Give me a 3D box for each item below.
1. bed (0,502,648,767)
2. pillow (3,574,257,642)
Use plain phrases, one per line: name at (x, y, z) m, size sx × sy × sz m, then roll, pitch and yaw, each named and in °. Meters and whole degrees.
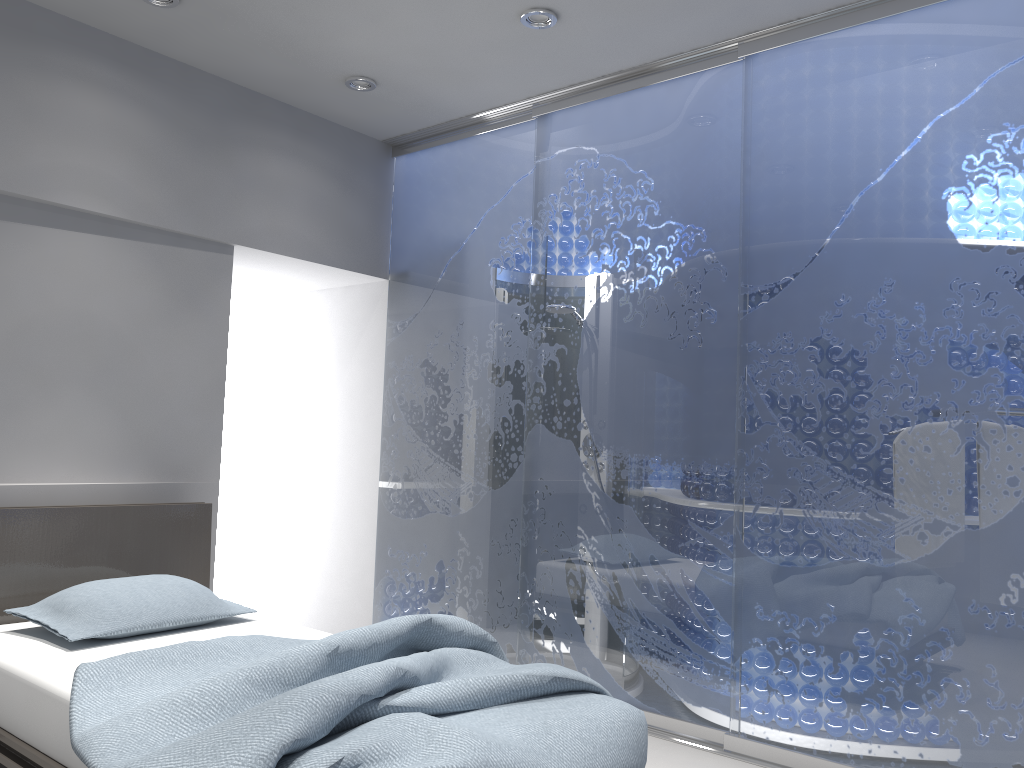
bed at (-0.830, 0.823, 2.655) m, size 2.319 × 0.752 × 1.411 m, roll -1°, pitch -5°, yaw 40°
pillow at (-1.331, 0.785, 3.173) m, size 0.417 × 0.173 × 0.746 m, roll -1°, pitch -5°, yaw 36°
